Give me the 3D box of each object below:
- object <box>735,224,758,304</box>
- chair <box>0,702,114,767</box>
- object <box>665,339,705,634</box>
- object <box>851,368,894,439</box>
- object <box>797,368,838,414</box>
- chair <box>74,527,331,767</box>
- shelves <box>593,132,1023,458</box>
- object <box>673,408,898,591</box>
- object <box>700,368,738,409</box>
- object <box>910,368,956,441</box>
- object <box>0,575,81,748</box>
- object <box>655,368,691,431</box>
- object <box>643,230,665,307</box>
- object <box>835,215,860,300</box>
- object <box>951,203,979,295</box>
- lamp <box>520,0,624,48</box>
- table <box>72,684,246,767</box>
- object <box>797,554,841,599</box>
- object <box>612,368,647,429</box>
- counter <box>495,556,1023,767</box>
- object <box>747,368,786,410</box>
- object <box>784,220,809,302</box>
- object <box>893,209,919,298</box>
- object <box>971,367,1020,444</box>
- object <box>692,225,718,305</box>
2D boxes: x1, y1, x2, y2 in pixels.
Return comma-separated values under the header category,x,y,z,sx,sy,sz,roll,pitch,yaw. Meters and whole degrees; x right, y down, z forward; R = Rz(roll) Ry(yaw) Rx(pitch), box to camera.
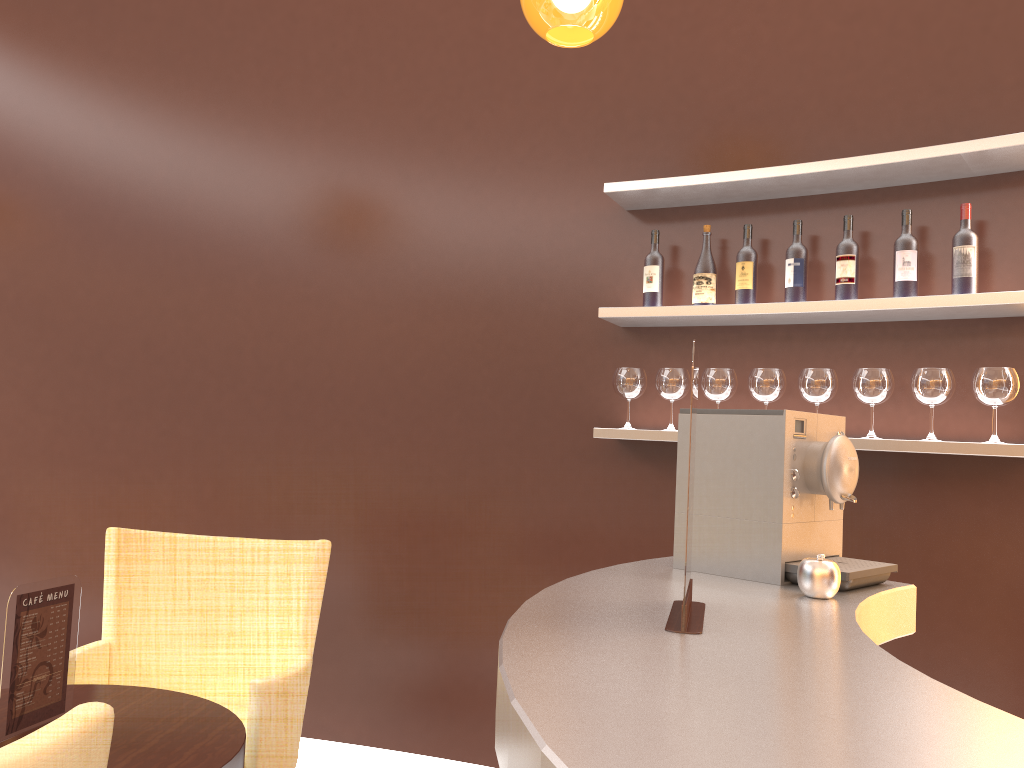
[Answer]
category,x,y,z,sx,sy,sz,roll,pitch,yaw
object,0.800,-0.396,3.022,0.073,0.297,0.073,5,-4,-31
chair,-0.893,0.871,1.030,0.729,1.017,0.685,4,-4,-22
object,0.276,0.148,1.365,0.052,0.414,0.258,2,-4,13
object,1.125,0.064,2.768,0.125,0.221,0.125,1,-4,24
object,0.984,0.063,2.861,0.125,0.221,0.125,1,-4,24
chair,-0.962,0.967,2.625,0.729,1.017,0.685,2,-4,7
shelves,2.080,-0.267,1.652,0.586,0.902,4.744,6,-5,-43
object,0.577,0.230,1.858,0.373,0.340,0.270,-1,-5,45
object,0.704,0.060,3.029,0.125,0.221,0.125,1,-4,24
object,1.267,0.065,2.674,0.125,0.221,0.125,1,-4,24
object,-0.985,0.579,1.856,0.042,0.335,0.209,2,-4,13
object,0.561,0.058,3.107,0.125,0.221,0.125,1,-4,24
object,0.507,-0.402,3.165,0.073,0.297,0.073,2,-4,9
object,1.077,-0.394,2.846,0.073,0.297,0.073,2,-4,9
object,1.355,-0.392,2.651,0.073,0.297,0.073,2,-4,9
lamp,0.200,-1.731,2.560,0.299,1.500,0.299,4,-4,-22
table,-1.026,1.084,1.822,0.872,0.679,0.874,6,-5,-44
object,0.552,0.345,1.595,0.075,0.077,0.075,5,-4,-32
object,0.419,0.056,3.179,0.125,0.221,0.125,1,-4,24
counter,0.947,0.892,0.588,2.917,1.100,1.586,-1,-5,45
object,0.844,0.062,2.945,0.125,0.221,0.125,1,-4,24
object,0.942,-0.395,2.935,0.073,0.297,0.073,2,-4,9
object,1.221,-0.393,2.747,0.073,0.297,0.073,3,-4,-3
object,1.399,0.065,2.568,0.125,0.221,0.125,1,-4,24
object,0.677,-0.403,3.096,0.086,0.303,0.086,4,-4,-22
